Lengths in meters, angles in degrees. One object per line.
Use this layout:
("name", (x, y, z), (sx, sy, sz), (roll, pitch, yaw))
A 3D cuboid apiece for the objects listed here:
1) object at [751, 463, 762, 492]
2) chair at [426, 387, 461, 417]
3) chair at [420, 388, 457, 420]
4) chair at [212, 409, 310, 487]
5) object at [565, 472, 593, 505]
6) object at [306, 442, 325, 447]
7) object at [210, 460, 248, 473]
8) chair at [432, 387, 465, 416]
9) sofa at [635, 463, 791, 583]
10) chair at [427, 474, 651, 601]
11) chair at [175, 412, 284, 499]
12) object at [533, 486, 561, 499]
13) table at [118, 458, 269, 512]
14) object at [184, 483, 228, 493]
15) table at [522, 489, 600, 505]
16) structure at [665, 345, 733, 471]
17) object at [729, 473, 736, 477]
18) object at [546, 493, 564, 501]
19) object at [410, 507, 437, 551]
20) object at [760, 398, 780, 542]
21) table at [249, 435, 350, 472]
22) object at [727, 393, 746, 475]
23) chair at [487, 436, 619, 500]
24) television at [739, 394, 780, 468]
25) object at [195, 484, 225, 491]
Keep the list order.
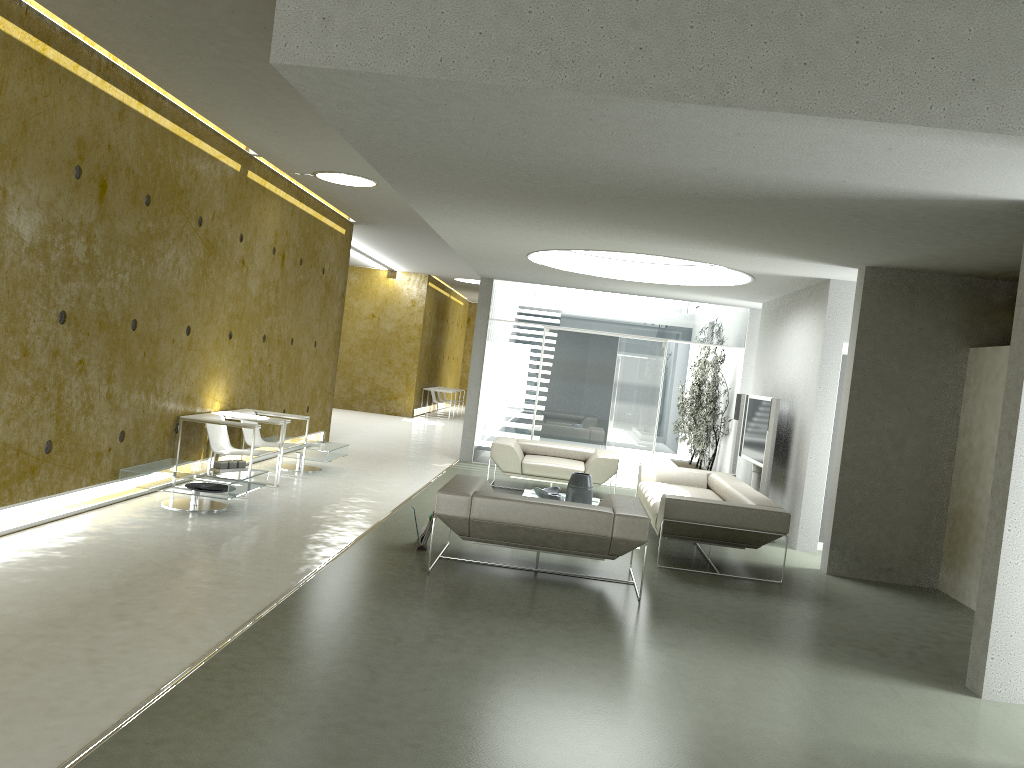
("object", (2.738, 1.256, 10.260), (0.323, 0.689, 0.882), (7, 1, 4))
("chair", (-1.724, 0.460, 22.387), (0.710, 0.667, 0.800), (7, 1, 4))
("chair", (-1.782, 0.473, 21.533), (0.710, 0.667, 0.800), (7, 1, 4))
("chair", (-2.624, 0.650, 9.305), (0.710, 0.667, 0.800), (7, 1, 4))
("object", (0.668, 1.034, 8.705), (0.265, 0.309, 0.265), (6, 1, -13))
("object", (-2.264, 0.693, 10.152), (0.197, 0.029, 0.189), (7, 1, 4))
("object", (-2.420, 0.698, 7.611), (0.118, 0.097, 0.326), (8, 1, 29))
("chair", (-1.665, 0.448, 23.241), (0.710, 0.667, 0.800), (7, 1, 4))
("sofa", (1.796, 1.234, 8.541), (1.037, 0.585, 2.791), (7, 1, 4))
("chair", (0.214, 1.092, 6.568), (1.481, 0.583, 1.039), (7, 1, 4))
("chair", (-2.683, 0.662, 8.450), (0.710, 0.667, 0.800), (7, 1, 4))
("object", (0.343, 1.086, 8.829), (0.223, 0.125, 0.317), (8, 2, 40))
("table", (-2.652, 0.873, 7.457), (0.900, 0.300, 0.900), (7, 1, 4))
("object", (-2.472, 0.855, 7.259), (0.394, 0.027, 0.394), (6, 1, -13))
("table", (0.467, 1.269, 8.637), (0.790, 0.200, 1.500), (7, 1, 4))
("structure", (3.052, 0.241, 14.471), (0.646, 2.589, 3.371), (7, 1, 3))
("object", (2.661, 1.344, 11.026), (0.175, 0.461, 0.185), (7, 1, -2))
("object", (0.409, 1.108, 8.439), (0.177, 0.113, 0.177), (6, 1, -15))
("object", (-0.706, 1.123, 6.935), (0.216, 0.288, 0.329), (7, 1, -6))
("object", (2.639, 0.876, 9.167), (0.310, 1.469, 0.310), (6, 1, -19))
("table", (-2.457, 0.832, 10.298), (0.900, 0.300, 0.900), (7, 1, 4))
("object", (2.859, 0.851, 11.395), (0.310, 1.469, 0.310), (8, 2, 31))
("chair", (0.495, 1.033, 10.657), (1.481, 0.583, 1.039), (7, 1, 4))
("television", (2.878, 0.533, 10.240), (0.127, 0.781, 1.603), (7, 1, 4))
("object", (-2.472, 0.852, 7.259), (0.239, 0.027, 0.239), (7, 1, 21))
